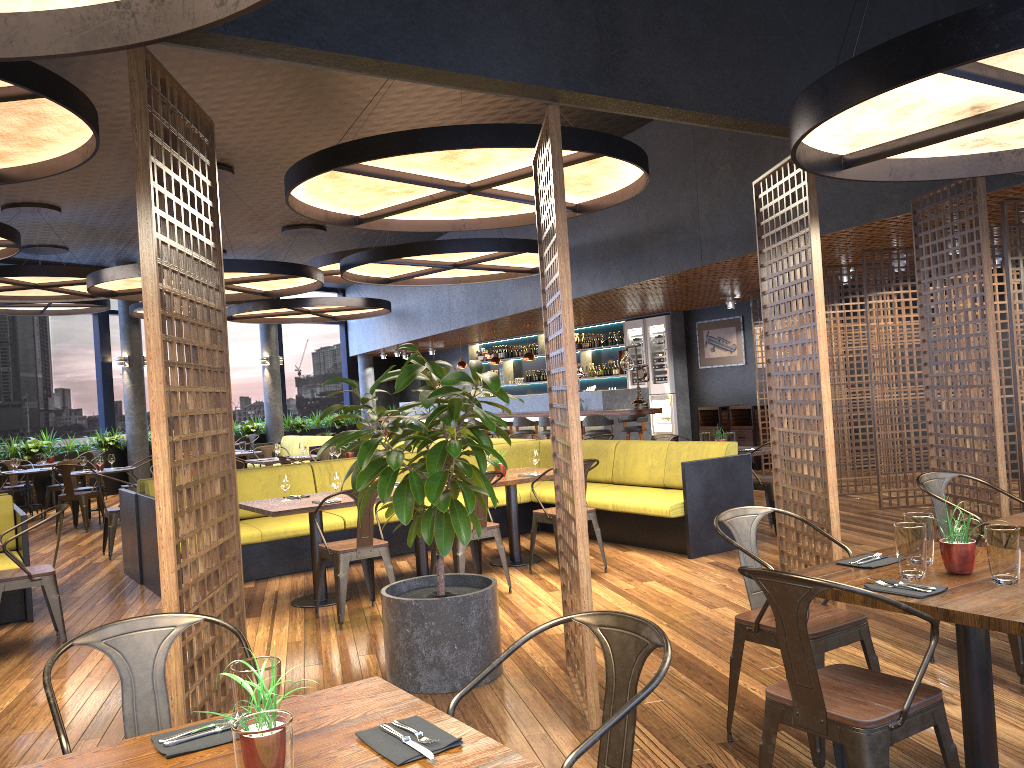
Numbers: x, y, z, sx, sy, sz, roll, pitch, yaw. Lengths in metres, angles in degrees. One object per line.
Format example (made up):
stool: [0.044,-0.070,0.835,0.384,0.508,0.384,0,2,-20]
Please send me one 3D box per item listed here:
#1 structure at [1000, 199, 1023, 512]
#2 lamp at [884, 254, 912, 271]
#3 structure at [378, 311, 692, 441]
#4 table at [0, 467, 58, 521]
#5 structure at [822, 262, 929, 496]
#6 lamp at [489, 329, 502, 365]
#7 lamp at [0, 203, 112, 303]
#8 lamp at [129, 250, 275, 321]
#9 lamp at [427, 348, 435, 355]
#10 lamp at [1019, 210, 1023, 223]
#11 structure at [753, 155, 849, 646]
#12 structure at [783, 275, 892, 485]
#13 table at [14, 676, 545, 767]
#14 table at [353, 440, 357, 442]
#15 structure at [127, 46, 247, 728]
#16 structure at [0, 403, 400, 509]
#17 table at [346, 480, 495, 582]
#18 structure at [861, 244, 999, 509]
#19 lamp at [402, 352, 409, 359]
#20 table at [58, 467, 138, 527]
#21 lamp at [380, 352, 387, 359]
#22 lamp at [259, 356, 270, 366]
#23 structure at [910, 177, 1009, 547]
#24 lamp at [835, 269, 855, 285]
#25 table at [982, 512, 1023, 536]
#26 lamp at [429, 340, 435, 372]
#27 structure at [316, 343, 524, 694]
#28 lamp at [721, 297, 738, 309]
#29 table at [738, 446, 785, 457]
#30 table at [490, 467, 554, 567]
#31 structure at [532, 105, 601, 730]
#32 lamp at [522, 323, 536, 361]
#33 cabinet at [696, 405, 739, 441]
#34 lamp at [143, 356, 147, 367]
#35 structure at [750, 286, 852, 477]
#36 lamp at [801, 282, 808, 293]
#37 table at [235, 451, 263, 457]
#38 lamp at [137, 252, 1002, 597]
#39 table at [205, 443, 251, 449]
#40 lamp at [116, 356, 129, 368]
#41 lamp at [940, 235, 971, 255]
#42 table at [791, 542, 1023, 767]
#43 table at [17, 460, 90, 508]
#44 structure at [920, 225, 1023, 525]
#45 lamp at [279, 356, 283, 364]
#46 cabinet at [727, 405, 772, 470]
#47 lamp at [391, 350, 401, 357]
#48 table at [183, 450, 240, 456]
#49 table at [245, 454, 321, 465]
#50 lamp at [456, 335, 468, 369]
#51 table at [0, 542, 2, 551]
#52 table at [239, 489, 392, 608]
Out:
structure: [4.548,-0.116,6.902,1.319,2.700,0.050,-4,-1,-3]
lamp: [4.338,-1.355,9.931,0.228,0.172,0.228,-3,-1,-33]
structure: [0.431,0.253,17.283,2.700,2.700,9.298,-3,-1,-33]
table: [-7.470,1.717,13.687,1.007,0.760,1.007,-3,-1,-40]
structure: [4.343,-0.069,10.507,1.319,2.700,0.050,-4,-1,-3]
lamp: [-0.339,-0.717,17.202,0.250,0.673,0.250,-4,-1,-1]
lamp: [-6.734,-1.888,12.497,2.778,1.159,2.778,-4,-1,34]
lamp: [-5.744,-1.915,16.740,2.778,1.159,2.778,-4,-1,2]
lamp: [-2.012,-0.821,22.242,0.228,0.172,0.228,-3,-1,-33]
lamp: [4.387,-1.381,7.472,0.228,0.172,0.228,-3,-1,-33]
structure: [1.664,0.061,5.186,0.050,2.700,0.852,-4,-1,-3]
structure: [4.275,-0.054,11.709,1.319,2.700,0.050,-4,-1,-3]
table: [-0.457,1.141,1.680,0.906,0.763,0.887,-3,-1,-33]
table: [-3.112,1.453,16.579,0.906,0.763,0.887,-3,-1,-33]
structure: [-1.173,0.233,3.320,0.050,2.700,0.852,-4,-1,-3]
structure: [-7.090,1.409,18.443,0.808,1.413,17.112,-4,-1,32]
table: [-0.732,1.210,7.212,0.906,0.763,0.887,-3,-1,-33]
structure: [4.411,-0.085,9.305,1.319,2.700,0.050,-4,-1,-3]
lamp: [-2.839,-0.754,23.505,0.228,0.172,0.228,-3,-1,-33]
table: [-5.756,1.591,12.401,1.007,0.760,1.007,-4,-1,44]
lamp: [-3.297,-0.730,22.758,0.228,0.172,0.228,-3,-1,-33]
lamp: [-5.661,-0.530,20.177,0.215,0.215,0.189,-4,-1,17]
structure: [3.083,-0.025,6.119,0.050,2.700,0.852,-4,-1,-3]
lamp: [4.162,-1.333,11.068,0.228,0.172,0.228,-3,-1,-33]
table: [2.712,0.949,3.769,0.887,0.763,0.906,-3,-1,-33]
lamp: [-1.702,-0.607,19.285,0.250,0.673,0.250,-4,-1,44]
structure: [-0.376,0.662,4.597,0.993,1.763,1.166,-4,-1,27]
lamp: [3.387,-1.258,13.719,0.228,0.172,0.228,-3,-1,-33]
table: [2.084,1.035,8.705,0.887,0.763,0.906,-3,-1,-33]
table: [0.025,1.164,7.710,0.906,0.763,0.887,-3,-1,-33]
structure: [0.246,0.147,4.253,0.050,2.700,0.852,-4,-1,-3]
lamp: [0.292,-0.768,16.238,0.250,0.673,0.250,-4,-1,-1]
cabinet: [3.443,0.878,14.782,0.473,1.007,0.553,-3,-1,-33]
lamp: [-7.305,-0.444,17.648,0.215,0.215,0.189,-4,-1,32]
structure: [4.207,-0.038,12.910,1.319,2.700,0.050,-4,-1,-3]
lamp: [4.051,-1.315,12.250,0.228,0.172,0.228,-3,-1,-33]
table: [-4.665,1.540,14.788,0.887,0.763,0.906,-3,-1,-33]
lamp: [1.258,0.116,9.050,9.057,2.714,3.017,-3,-1,-33]
table: [-6.154,1.676,18.785,0.887,0.763,0.906,-4,-1,31]
lamp: [-7.565,-0.431,17.148,0.215,0.215,0.189,-4,-1,24]
lamp: [4.346,-1.367,8.708,0.228,0.172,0.228,-3,-1,-33]
table: [1.545,1.020,2.997,0.906,0.763,0.887,-3,-1,-33]
table: [-8.102,1.777,15.622,0.887,0.763,0.906,-4,-1,31]
structure: [4.480,-0.100,8.104,1.319,2.700,0.050,-4,-1,-3]
lamp: [-5.422,-0.542,20.687,0.215,0.215,0.189,-4,-1,36]
cabinet: [3.823,0.847,14.201,0.473,1.007,0.553,-3,-1,-33]
lamp: [-2.855,-0.766,22.052,0.228,0.172,0.228,-3,-1,-33]
table: [-5.375,1.597,15.871,0.906,0.763,0.887,-3,-1,-33]
table: [-3.143,1.418,12.436,0.906,0.763,0.887,-3,-1,-33]
lamp: [-1.049,-0.660,18.287,0.250,0.673,0.250,-4,-1,-1]
table: [-3.662,1.389,5.466,0.887,0.763,0.906,-3,-1,-33]
table: [-1.483,1.255,6.712,0.906,0.763,0.887,-3,-1,-33]
